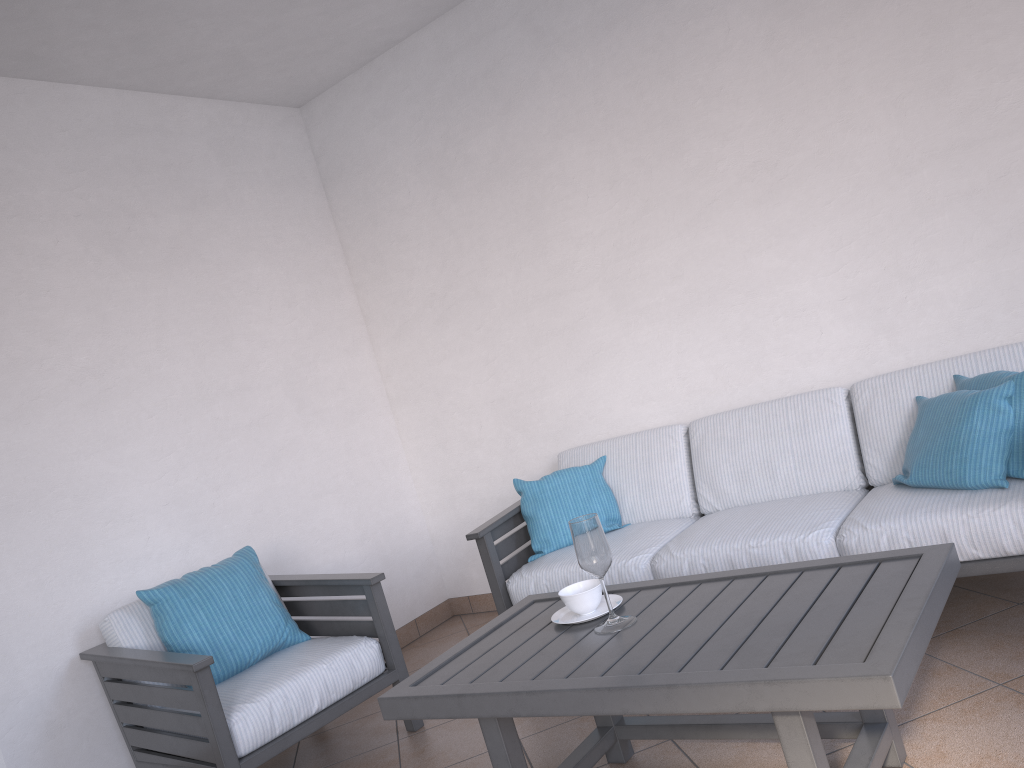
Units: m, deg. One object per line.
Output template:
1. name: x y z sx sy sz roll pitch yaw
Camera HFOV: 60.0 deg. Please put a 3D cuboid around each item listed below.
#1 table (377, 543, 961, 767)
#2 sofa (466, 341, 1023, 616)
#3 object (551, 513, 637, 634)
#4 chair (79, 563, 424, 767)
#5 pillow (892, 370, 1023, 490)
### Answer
1. table: 0.416 0.806 2.153 1.260 0.473 0.710 -17 0 35
2. sofa: 0.937 0.490 3.290 2.161 0.765 0.807 -17 0 35
3. object: 0.171 0.490 2.354 0.203 0.284 0.337 -17 0 -4
4. chair: -0.953 1.067 3.256 0.807 0.765 0.797 -17 0 41
5. pillow: 1.460 0.156 2.820 0.377 0.370 0.543 -17 0 -14
